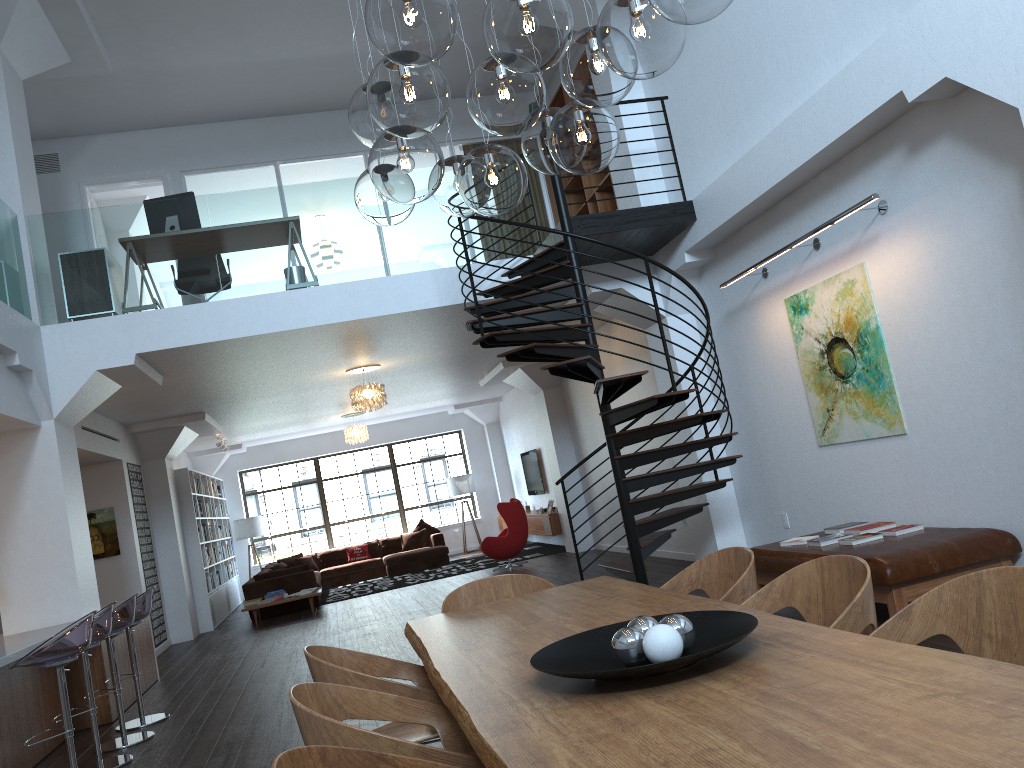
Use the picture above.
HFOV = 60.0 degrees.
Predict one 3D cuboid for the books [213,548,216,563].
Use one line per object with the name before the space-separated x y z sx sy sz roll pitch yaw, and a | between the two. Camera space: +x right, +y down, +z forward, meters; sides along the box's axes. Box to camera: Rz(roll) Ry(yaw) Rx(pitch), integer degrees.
books | -4.957 2.821 14.499 0.183 0.253 0.034 -10 -6 -13

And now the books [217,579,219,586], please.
books | -4.880 3.245 14.544 0.106 0.162 0.032 -10 -6 -13

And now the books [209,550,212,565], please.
books | -4.866 2.752 14.035 0.183 0.253 0.034 -10 -6 -13

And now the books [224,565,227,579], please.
books | -5.133 3.348 15.607 0.198 0.284 0.066 -10 -6 -13

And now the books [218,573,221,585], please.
books | -4.930 3.254 14.729 0.146 0.202 0.027 -10 -6 -13

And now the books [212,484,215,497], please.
books | -5.469 1.939 16.001 0.171 0.246 0.057 -10 -6 -13

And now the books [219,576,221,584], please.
books | -4.951 3.267 14.807 0.146 0.202 0.027 -10 -6 -13

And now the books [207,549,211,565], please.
books | -4.863 2.748 14.002 0.183 0.253 0.034 -10 -6 -13

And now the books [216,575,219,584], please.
books | -4.905 3.252 14.615 0.126 0.173 0.032 -10 -6 -13

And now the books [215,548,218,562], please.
books | -5.036 2.872 14.828 0.183 0.253 0.034 -10 -6 -13

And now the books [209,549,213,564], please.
books | -4.893 2.771 14.168 0.183 0.253 0.034 -10 -6 -13

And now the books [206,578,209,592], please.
books | -4.626 3.022 13.242 0.161 0.223 0.032 -10 -6 -13

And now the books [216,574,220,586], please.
books | -4.921 3.252 14.670 0.139 0.191 0.036 -10 -6 -13

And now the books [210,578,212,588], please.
books | -4.716 3.095 13.668 0.161 0.223 0.030 -10 -6 -13

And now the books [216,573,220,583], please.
books | -4.933 3.252 14.701 0.146 0.202 0.027 -10 -6 -13

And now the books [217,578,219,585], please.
books | -4.886 3.246 14.568 0.107 0.167 0.017 -10 -6 -13

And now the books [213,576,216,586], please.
books | -4.800 3.156 14.077 0.161 0.207 0.135 -10 -6 -13

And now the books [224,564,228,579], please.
books | -5.148 3.360 15.716 0.176 0.290 0.053 -10 -6 -13

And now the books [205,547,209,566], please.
books | -4.829 2.700 13.801 0.176 0.290 0.053 -10 -6 -13

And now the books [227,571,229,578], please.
books | -5.187 3.414 15.905 0.174 0.240 0.045 -10 -6 -13

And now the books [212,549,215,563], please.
books | -4.949 2.792 14.426 0.176 0.290 0.053 -10 -6 -13

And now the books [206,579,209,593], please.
books | -4.617 3.003 13.168 0.174 0.240 0.054 -10 -6 -13

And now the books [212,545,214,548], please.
books | -5.006 2.832 14.689 0.176 0.290 0.036 -10 -6 -13

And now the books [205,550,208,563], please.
books | -4.806 2.709 13.719 0.171 0.246 0.057 -10 -6 -13

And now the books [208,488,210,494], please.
books | -5.322 1.859 15.334 0.161 0.207 0.130 -10 -6 -13

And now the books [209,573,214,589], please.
books | -4.771 3.098 13.851 0.180 0.259 0.042 -10 -6 -13

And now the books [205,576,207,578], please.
books | -4.650 3.015 13.276 0.183 0.253 0.042 -10 -6 -13

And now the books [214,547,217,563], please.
books | -4.987 2.844 14.656 0.183 0.253 0.034 -10 -6 -13

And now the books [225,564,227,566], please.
books | -5.205 3.400 15.980 0.176 0.290 0.036 -10 -6 -13

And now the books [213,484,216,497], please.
books | -5.488 1.948 16.081 0.183 0.253 0.034 -10 -6 -13

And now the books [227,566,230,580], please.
books | -5.186 3.412 15.946 0.183 0.253 0.034 -10 -6 -13

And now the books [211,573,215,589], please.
books | -4.782 3.113 13.936 0.183 0.253 0.042 -10 -6 -13

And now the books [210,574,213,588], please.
books | -4.749 3.092 13.775 0.171 0.246 0.039 -10 -6 -13

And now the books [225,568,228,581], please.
books | -5.125 3.386 15.676 0.161 0.223 0.026 -10 -6 -13

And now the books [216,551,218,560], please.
books | -5.037 2.896 14.901 0.161 0.223 0.026 -10 -6 -13

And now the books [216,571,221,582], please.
books | -4.975 3.266 14.890 0.140 0.231 0.042 -10 -6 -13

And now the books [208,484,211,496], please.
books | -5.348 1.867 15.442 0.161 0.223 0.032 -10 -6 -13

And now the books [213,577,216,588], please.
books | -4.799 3.135 14.022 0.174 0.236 0.142 -10 -6 -13

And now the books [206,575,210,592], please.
books | -4.666 3.027 13.356 0.180 0.251 0.048 -10 -6 -13

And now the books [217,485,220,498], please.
books | -5.633 2.049 16.750 0.183 0.253 0.042 -10 -6 -13

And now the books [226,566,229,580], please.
books | -5.155 3.389 15.790 0.183 0.253 0.034 -10 -6 -13

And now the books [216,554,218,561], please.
books | -5.042 2.884 14.865 0.174 0.240 0.045 -10 -6 -13

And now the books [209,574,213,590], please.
books | -4.739 3.077 13.704 0.183 0.253 0.042 -10 -6 -13

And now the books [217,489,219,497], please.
books | -5.607 2.030 16.623 0.183 0.253 0.042 -10 -6 -13

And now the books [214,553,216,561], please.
books | -4.988 2.846 14.615 0.174 0.240 0.045 -10 -6 -13

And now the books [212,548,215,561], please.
books | -4.954 2.816 14.466 0.183 0.253 0.034 -10 -6 -13

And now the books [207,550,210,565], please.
books | -4.844 2.739 13.923 0.171 0.246 0.057 -10 -6 -13

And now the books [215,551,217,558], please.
books | -5.011 2.854 14.735 0.180 0.259 0.060 -10 -6 -13

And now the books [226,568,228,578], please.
books | -5.152 3.384 15.756 0.183 0.253 0.034 -10 -6 -13
